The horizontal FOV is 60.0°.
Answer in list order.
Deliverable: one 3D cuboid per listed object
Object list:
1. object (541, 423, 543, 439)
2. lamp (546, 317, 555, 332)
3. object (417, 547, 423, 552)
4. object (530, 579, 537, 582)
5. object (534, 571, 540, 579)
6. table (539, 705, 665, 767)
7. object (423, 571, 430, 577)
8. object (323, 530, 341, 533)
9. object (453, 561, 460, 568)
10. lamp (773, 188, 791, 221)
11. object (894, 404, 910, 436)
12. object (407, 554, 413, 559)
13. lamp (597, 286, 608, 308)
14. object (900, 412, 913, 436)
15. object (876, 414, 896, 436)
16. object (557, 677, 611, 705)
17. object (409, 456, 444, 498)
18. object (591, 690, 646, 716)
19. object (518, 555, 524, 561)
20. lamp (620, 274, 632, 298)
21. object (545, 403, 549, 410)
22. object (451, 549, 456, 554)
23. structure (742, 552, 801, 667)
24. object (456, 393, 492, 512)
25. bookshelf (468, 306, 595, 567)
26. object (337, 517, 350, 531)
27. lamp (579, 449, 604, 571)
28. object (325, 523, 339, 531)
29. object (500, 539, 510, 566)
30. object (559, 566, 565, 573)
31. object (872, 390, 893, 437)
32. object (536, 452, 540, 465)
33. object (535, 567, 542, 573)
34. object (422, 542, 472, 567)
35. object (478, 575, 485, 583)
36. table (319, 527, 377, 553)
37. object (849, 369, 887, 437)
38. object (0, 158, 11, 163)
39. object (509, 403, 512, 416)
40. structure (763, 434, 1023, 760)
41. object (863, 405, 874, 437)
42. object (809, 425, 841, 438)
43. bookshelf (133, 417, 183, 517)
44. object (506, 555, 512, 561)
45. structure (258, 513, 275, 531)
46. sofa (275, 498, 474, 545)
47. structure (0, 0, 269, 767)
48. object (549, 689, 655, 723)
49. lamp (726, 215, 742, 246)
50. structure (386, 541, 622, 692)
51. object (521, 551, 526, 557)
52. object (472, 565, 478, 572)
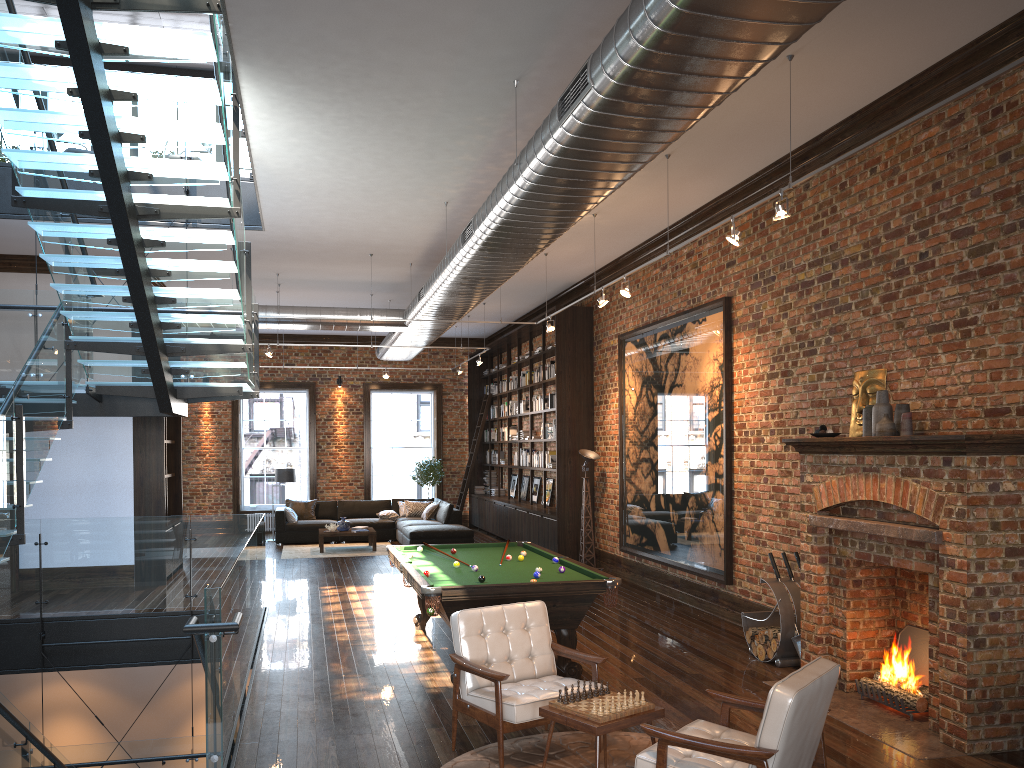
[{"bbox_3d":[0.542,0.824,15.522,0.069,0.288,0.117,-1,0,-20],"label":"object"},{"bbox_3d":[0.500,-0.781,11.482,0.113,0.230,0.114,0,0,1],"label":"lamp"},{"bbox_3d":[-0.934,1.681,9.011,0.057,0.057,0.057,0,-2,-12],"label":"object"},{"bbox_3d":[0.164,1.506,6.716,0.057,0.057,0.057,-1,-2,5],"label":"object"},{"bbox_3d":[0.201,1.536,7.131,0.057,0.057,0.057,0,-2,-8],"label":"object"},{"bbox_3d":[0.463,1.925,4.601,0.516,0.495,0.463,1,-2,-38],"label":"table"},{"bbox_3d":[-0.697,1.550,7.231,0.057,0.057,0.057,-2,-2,34],"label":"object"},{"bbox_3d":[-3.257,2.673,16.077,0.267,0.018,0.202,-1,-4,10],"label":"object"},{"bbox_3d":[-0.489,1.590,7.808,0.057,0.057,0.057,-1,-2,24],"label":"object"},{"bbox_3d":[1.806,-1.201,5.938,0.117,0.213,0.117,-1,0,28],"label":"lamp"},{"bbox_3d":[2.805,0.261,6.371,0.120,0.242,0.120,0,0,6],"label":"object"},{"bbox_3d":[-0.971,1.638,8.418,0.057,0.057,0.057,0,-2,-15],"label":"object"},{"bbox_3d":[0.976,-0.930,9.472,0.114,0.230,0.113,0,0,-34],"label":"lamp"},{"bbox_3d":[2.778,0.284,6.243,0.081,0.178,0.081,0,0,29],"label":"object"},{"bbox_3d":[2.663,0.295,6.317,0.136,0.169,0.136,-1,-1,29],"label":"object"},{"bbox_3d":[0.384,1.614,4.706,0.334,0.101,0.075,3,-3,-38],"label":"object"},{"bbox_3d":[-1.923,2.559,20.166,0.812,1.864,0.800,0,0,-5],"label":"object"},{"bbox_3d":[0.544,1.599,4.503,0.334,0.101,0.075,3,-3,-38],"label":"object"},{"bbox_3d":[0.083,1.616,8.229,0.057,0.057,0.057,0,-2,-13],"label":"object"},{"bbox_3d":[1.129,-0.978,8.825,0.113,0.230,0.114,0,0,16],"label":"lamp"},{"bbox_3d":[0.651,0.396,15.562,0.096,0.137,0.236,0,-3,-29],"label":"object"},{"bbox_3d":[-0.581,1.664,8.815,0.057,0.057,0.057,-2,-2,35],"label":"object"},{"bbox_3d":[2.391,1.908,7.559,0.538,0.919,0.928,0,-2,-13],"label":"structure"},{"bbox_3d":[-0.904,1.742,19.580,0.896,3.077,0.495,-1,1,-13],"label":"object"},{"bbox_3d":[0.122,1.084,17.139,0.600,3.996,7.422,-1,-3,-13],"label":"bookshelf"},{"bbox_3d":[-3.097,2.572,16.294,0.215,0.251,0.215,-1,-1,20],"label":"object"},{"bbox_3d":[1.131,1.865,12.982,0.425,1.827,0.506,-1,0,-8],"label":"lamp"},{"bbox_3d":[-3.250,2.603,16.089,0.219,0.159,0.218,-2,-3,29],"label":"object"},{"bbox_3d":[-0.070,1.644,8.716,0.028,0.072,1.609,0,-4,2],"label":"object"},{"bbox_3d":[0.419,1.556,7.433,0.057,0.057,0.057,-1,-2,9],"label":"object"},{"bbox_3d":[2.734,0.221,6.540,0.145,0.350,0.145,0,0,23],"label":"object"},{"bbox_3d":[0.530,1.384,16.278,0.166,0.282,0.015,0,1,-13],"label":"object"},{"bbox_3d":[0.224,1.555,7.405,0.057,0.057,0.057,-1,-2,26],"label":"object"},{"bbox_3d":[-0.650,1.639,8.580,0.028,0.072,1.609,0,-4,-21],"label":"object"},{"bbox_3d":[-0.236,1.525,6.933,0.057,0.057,0.057,0,-2,-9],"label":"object"},{"bbox_3d":[-3.048,2.875,16.381,1.000,0.345,1.003,0,-4,-13],"label":"table"},{"bbox_3d":[2.760,0.158,6.954,0.125,0.536,0.409,-1,-1,-13],"label":"object"},{"bbox_3d":[-8.334,-2.997,14.177,0.801,1.864,0.812,0,0,35],"label":"object"},{"bbox_3d":[-0.015,0.515,17.938,0.075,0.255,0.087,-1,0,-23],"label":"object"},{"bbox_3d":[2.581,1.318,6.132,0.887,1.906,2.002,0,-2,-13],"label":"structure"},{"bbox_3d":[2.707,0.281,6.684,0.118,0.250,0.118,-1,0,35],"label":"object"},{"bbox_3d":[2.414,0.366,6.831,0.237,0.105,0.237,0,-3,-3],"label":"object"},{"bbox_3d":[-5.149,1.062,12.941,0.400,3.517,1.783,-1,0,-13],"label":"bookshelf"},{"bbox_3d":[-0.029,1.620,8.262,0.057,0.057,0.057,-2,-2,42],"label":"object"},{"bbox_3d":[-5.272,3.076,19.772,1.301,0.395,0.216,0,-1,-13],"label":"structure"},{"bbox_3d":[-2.753,2.690,16.997,3.500,0.803,3.457,0,-4,-13],"label":"sofa"},{"bbox_3d":[-3.651,0.581,6.577,3.575,14.495,7.048,-1,0,-13],"label":"structure"},{"bbox_3d":[0.464,1.669,4.606,0.388,0.028,0.389,3,-5,-38],"label":"object"},{"bbox_3d":[1.648,-1.143,6.609,0.114,0.230,0.113,0,0,-39],"label":"lamp"},{"bbox_3d":[-0.229,1.999,7.995,1.552,0.851,2.962,0,-4,-13],"label":"structure"},{"bbox_3d":[0.111,1.641,8.568,0.057,0.057,0.057,-1,-2,32],"label":"object"},{"bbox_3d":[-0.315,1.570,7.546,0.057,0.057,0.057,1,-2,-43],"label":"object"}]
